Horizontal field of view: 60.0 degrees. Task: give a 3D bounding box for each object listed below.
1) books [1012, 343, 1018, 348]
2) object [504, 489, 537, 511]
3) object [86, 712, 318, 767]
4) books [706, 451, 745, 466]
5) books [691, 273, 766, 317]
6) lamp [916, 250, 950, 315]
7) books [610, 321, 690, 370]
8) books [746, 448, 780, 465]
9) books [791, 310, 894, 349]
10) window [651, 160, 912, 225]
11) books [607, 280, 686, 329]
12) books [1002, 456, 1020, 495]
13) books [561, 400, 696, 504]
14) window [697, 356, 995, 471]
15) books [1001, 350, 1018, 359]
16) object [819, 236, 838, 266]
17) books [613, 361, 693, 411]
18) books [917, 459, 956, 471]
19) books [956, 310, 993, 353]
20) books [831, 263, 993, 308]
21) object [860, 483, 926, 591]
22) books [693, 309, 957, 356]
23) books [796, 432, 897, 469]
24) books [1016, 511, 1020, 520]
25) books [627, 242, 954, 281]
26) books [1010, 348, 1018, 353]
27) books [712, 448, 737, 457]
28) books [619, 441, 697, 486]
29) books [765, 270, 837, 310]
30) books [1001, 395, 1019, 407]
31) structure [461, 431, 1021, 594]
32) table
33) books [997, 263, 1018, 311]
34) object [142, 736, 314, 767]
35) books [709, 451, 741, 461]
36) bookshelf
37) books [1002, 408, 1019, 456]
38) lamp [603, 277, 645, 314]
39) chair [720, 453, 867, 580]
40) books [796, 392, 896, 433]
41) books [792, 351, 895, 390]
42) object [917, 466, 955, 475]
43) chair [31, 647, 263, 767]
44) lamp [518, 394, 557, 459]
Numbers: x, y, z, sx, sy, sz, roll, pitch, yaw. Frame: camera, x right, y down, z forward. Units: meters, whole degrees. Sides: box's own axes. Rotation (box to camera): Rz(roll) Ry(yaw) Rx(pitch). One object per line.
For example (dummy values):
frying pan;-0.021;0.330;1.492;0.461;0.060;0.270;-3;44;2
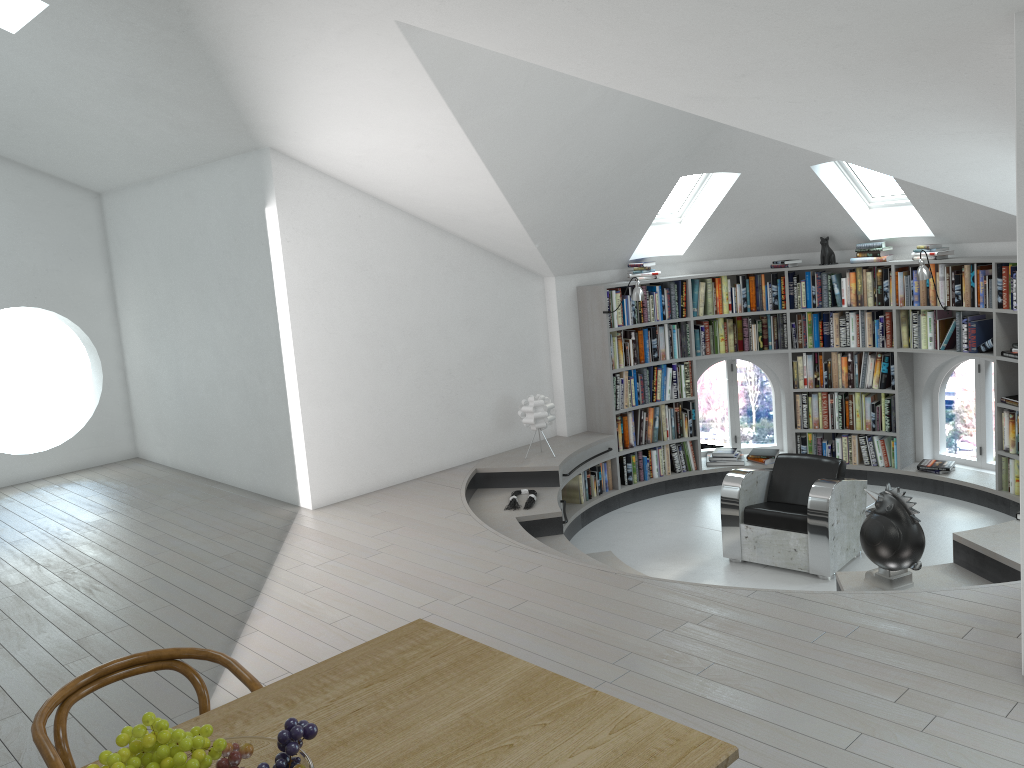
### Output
books;4.072;-0.291;6.851;0.269;0.031;0.287;-4;9;7
object;0.081;0.892;6.849;0.218;0.082;0.475;-3;9;10
object;-0.510;0.686;1.478;0.393;0.283;0.293;-3;8;11
books;2.126;0.746;8.843;0.365;0.042;0.390;-3;9;13
books;2.052;-0.865;8.534;0.792;0.371;0.270;-5;8;1
lamp;3.501;-0.843;7.387;0.358;0.564;0.113;-11;9;-36
books;1.231;-0.375;8.386;1.090;0.346;0.303;-9;9;-27
books;2.479;0.710;8.714;0.292;0.099;0.318;-13;12;-41
books;3.129;-0.524;8.287;1.028;0.358;0.302;1;10;32
window;2.765;-1.773;7.206;1.938;0.710;4.059;-13;12;-42
books;1.189;-0.753;8.317;1.034;0.360;0.301;-9;9;-27
books;4.058;0.816;6.522;0.359;0.310;1.503;-4;9;9
books;1.079;0.588;8.327;1.644;0.693;0.391;-11;10;-33
window;3.211;0.214;8.434;3.231;1.146;0.619;1;10;33
books;4.078;-0.228;6.859;0.365;0.042;0.389;-5;9;-3
object;2.936;-1.237;8.220;0.147;0.264;0.202;2;11;43
books;1.260;0.004;8.384;1.021;0.358;0.261;-9;9;-26
books;3.791;0.725;7.920;0.268;0.029;0.254;2;11;37
books;3.894;-0.430;7.293;0.224;0.339;0.400;-8;9;-23
books;3.547;-0.866;7.731;0.395;0.365;1.568;-11;11;-37
object;2.014;0.801;4.698;0.320;0.560;0.322;-2;8;20
books;2.861;-0.487;8.237;2.528;0.369;0.593;0;10;27
books;3.199;0.596;8.396;1.019;0.305;0.289;1;10;31
books;3.141;0.733;5.059;0.389;0.042;0.366;-13;12;-42
books;2.489;-1.150;8.188;2.813;0.173;0.751;-2;9;17
books;4.075;-0.260;6.855;0.269;0.031;0.287;-6;9;-8
books;2.120;0.682;8.835;0.213;0.036;0.227;-1;10;23
books;1.361;0.726;8.537;0.919;0.318;0.283;-9;9;-24
books;2.724;-0.894;8.421;0.682;0.345;0.266;-1;9;24
books;4.039;0.046;6.621;0.251;0.351;0.978;-5;9;0
structure;1.985;0.960;6.595;4.708;0.690;4.729;-5;9;2
table;-1.081;1.355;1.015;3.359;0.796;1.019;-13;12;-42
books;3.986;-0.723;6.589;0.306;0.366;0.973;-5;9;1
object;-0.498;0.752;1.458;0.360;0.159;0.361;0;10;27
books;2.123;0.713;8.839;0.269;0.031;0.287;-1;10;23
bookshelf;2.914;-0.028;7.430;2.115;1.873;4.337;-13;12;-42
books;4.081;0.408;6.754;0.272;0.349;0.875;-5;9;-1
lamp;0.991;-0.786;7.848;0.414;0.311;0.117;3;11;43
chair;2.109;0.941;6.616;0.823;0.717;0.743;2;11;41
books;3.185;0.238;8.344;1.031;0.356;0.294;1;10;32
books;3.139;-0.143;8.301;0.997;0.350;0.298;0;10;30
object;3.793;0.755;7.924;0.214;0.036;0.227;-9;10;-26
chair;-0.909;1.165;2.342;0.529;0.732;0.622;-11;10;-39
lamp;0.222;0.354;7.494;0.305;0.523;0.307;1;10;35
